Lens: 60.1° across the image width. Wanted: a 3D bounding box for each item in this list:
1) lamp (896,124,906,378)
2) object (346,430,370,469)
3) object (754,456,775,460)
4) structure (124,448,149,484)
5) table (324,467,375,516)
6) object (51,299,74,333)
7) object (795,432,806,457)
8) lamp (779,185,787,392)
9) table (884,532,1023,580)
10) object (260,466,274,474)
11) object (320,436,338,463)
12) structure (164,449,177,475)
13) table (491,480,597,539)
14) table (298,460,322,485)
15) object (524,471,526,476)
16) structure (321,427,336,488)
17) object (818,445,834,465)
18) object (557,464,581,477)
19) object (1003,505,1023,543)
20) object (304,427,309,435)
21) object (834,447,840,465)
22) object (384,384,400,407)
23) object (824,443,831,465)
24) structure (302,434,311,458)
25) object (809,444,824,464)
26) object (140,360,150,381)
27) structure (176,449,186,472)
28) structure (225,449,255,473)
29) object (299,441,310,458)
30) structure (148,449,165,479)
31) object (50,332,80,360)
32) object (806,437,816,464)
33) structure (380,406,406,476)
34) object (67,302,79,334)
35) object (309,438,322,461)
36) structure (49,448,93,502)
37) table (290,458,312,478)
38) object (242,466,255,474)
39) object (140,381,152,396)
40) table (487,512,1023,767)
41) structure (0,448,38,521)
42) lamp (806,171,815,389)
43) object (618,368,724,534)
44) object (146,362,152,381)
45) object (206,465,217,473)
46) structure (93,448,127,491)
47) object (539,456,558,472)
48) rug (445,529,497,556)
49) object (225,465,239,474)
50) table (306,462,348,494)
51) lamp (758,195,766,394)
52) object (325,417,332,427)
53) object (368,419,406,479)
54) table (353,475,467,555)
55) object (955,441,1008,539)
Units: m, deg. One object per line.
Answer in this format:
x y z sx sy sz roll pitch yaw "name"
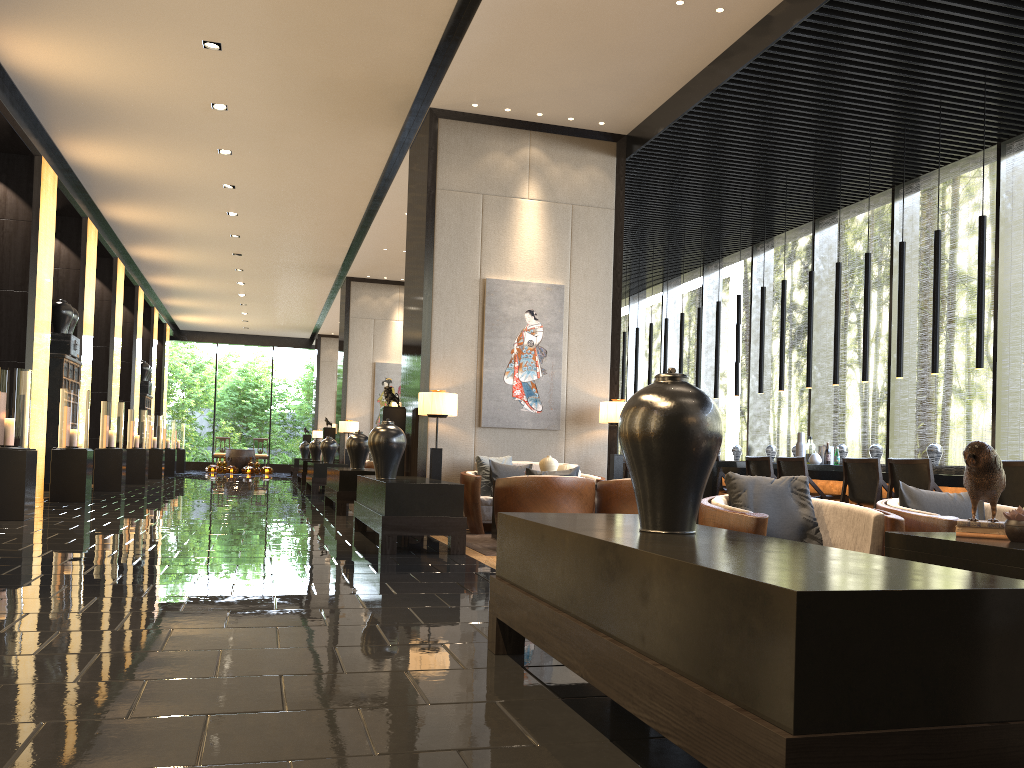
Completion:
3.620 -1.261 8.208 0.060 2.416 0.060 2 -1 -21 "lamp"
-1.933 0.824 11.139 0.312 0.492 0.311 3 -3 -34 "object"
2.731 0.820 9.566 0.227 0.067 0.228 3 -5 -13 "object"
-7.102 1.551 16.706 0.402 0.657 0.403 2 -2 -16 "structure"
-1.952 1.320 11.056 0.620 0.512 1.964 3 -5 -16 "table"
-6.266 -0.941 12.309 0.311 0.492 0.312 0 -3 41 "object"
3.167 0.703 9.709 0.113 0.344 0.113 2 -2 -20 "object"
3.093 -1.124 10.063 0.060 2.416 0.060 2 -1 -21 "lamp"
1.824 0.762 2.835 1.042 0.516 0.576 3 -3 -16 "table"
-7.368 2.583 26.596 0.370 0.229 0.370 5 -5 -43 "object"
-3.304 1.182 15.970 0.311 0.492 0.312 2 -2 3 "object"
-8.705 1.969 22.356 0.402 0.657 0.403 2 -2 -16 "structure"
0.401 1.133 7.851 1.042 0.516 0.576 3 -3 -16 "table"
-4.398 1.958 19.674 0.620 0.512 1.964 3 -5 -16 "table"
0.153 0.812 7.872 0.091 0.112 0.092 0 -3 37 "object"
-3.710 1.486 17.879 0.240 1.216 0.240 2 -2 -16 "structure"
3.470 0.782 9.786 0.169 0.219 0.169 3 -3 -20 "object"
0.496 0.803 7.936 0.245 0.167 0.246 3 -4 -13 "object"
1.558 0.428 2.713 0.091 0.112 0.092 0 -3 37 "object"
-6.158 1.400 26.530 0.176 0.245 0.116 2 -2 -11 "object"
3.545 0.785 9.650 0.056 0.197 0.056 2 -2 -14 "object"
-1.261 0.123 9.275 0.176 0.245 0.116 3 -2 -16 "object"
3.444 0.762 9.663 0.067 0.237 0.067 3 -2 -22 "object"
-6.163 2.125 26.521 0.240 1.216 0.240 2 -2 -16 "structure"
3.294 0.763 9.616 0.136 0.217 0.136 3 -3 -29 "object"
-8.674 -0.314 20.792 0.312 0.492 0.311 4 -3 -42 "object"
-9.507 2.178 25.181 0.402 0.657 0.403 2 -2 -16 "structure"
-8.201 2.322 26.703 0.874 0.709 0.875 4 -4 -27 "structure"
-5.770 1.824 24.660 0.311 0.492 0.312 2 -2 3 "object"
-7.904 1.760 19.531 0.402 0.657 0.403 2 -2 -16 "structure"
-6.314 -0.525 12.454 0.365 0.314 0.607 3 -4 -16 "object"
3.297 0.734 9.792 0.129 0.305 0.129 3 -2 -30 "object"
-1.264 0.849 9.260 0.240 1.216 0.240 2 -2 -16 "structure"
-6.357 -0.917 12.628 0.312 0.492 0.311 3 -3 -34 "object"
-4.355 1.456 19.676 0.311 0.492 0.312 2 -2 3 "object"
-5.498 1.133 11.057 0.402 0.657 0.403 2 -2 -16 "structure"
-5.795 2.322 24.596 0.620 0.512 1.964 3 -5 -16 "table"
-7.720 2.515 25.916 0.370 0.229 0.370 3 -4 -13 "object"
-8.722 0.103 20.937 0.365 0.314 0.607 3 -4 -16 "object"
0.481 0.686 2.483 0.620 0.512 1.964 3 -5 -16 "table"
-4.697 0.924 8.232 0.402 0.657 0.403 2 -2 -16 "structure"
3.236 -1.161 9.561 0.060 2.416 0.060 2 -1 -21 "lamp"
0.474 0.197 2.660 0.312 0.492 0.312 3 -3 -27 "object"
-8.765 -0.290 21.112 0.312 0.492 0.311 3 -3 -34 "object"
-8.856 2.501 26.194 0.369 0.229 0.371 2 -4 2 "object"
-6.300 1.342 13.881 0.402 0.657 0.403 2 -2 -16 "structure"
0.324 0.752 7.829 0.171 0.235 0.171 1 -3 19 "object"
0.442 1.392 7.856 1.959 0.008 2.246 3 -5 -16 "rug"
-8.162 2.490 25.786 0.369 0.229 0.371 1 -4 7 "object"
-3.342 1.682 15.954 0.620 0.512 1.964 3 -5 -16 "table"
2.975 -1.093 10.478 0.060 2.416 0.060 2 -1 -21 "lamp"
-3.713 0.775 17.901 0.162 0.217 0.102 3 -2 -28 "object"
-1.023 0.529 7.236 0.311 0.492 0.312 2 -2 3 "object"
-0.896 1.045 7.336 0.620 0.512 1.964 3 -5 -16 "table"
1.526 0.339 2.848 0.174 0.309 0.229 1 -3 30 "object"
